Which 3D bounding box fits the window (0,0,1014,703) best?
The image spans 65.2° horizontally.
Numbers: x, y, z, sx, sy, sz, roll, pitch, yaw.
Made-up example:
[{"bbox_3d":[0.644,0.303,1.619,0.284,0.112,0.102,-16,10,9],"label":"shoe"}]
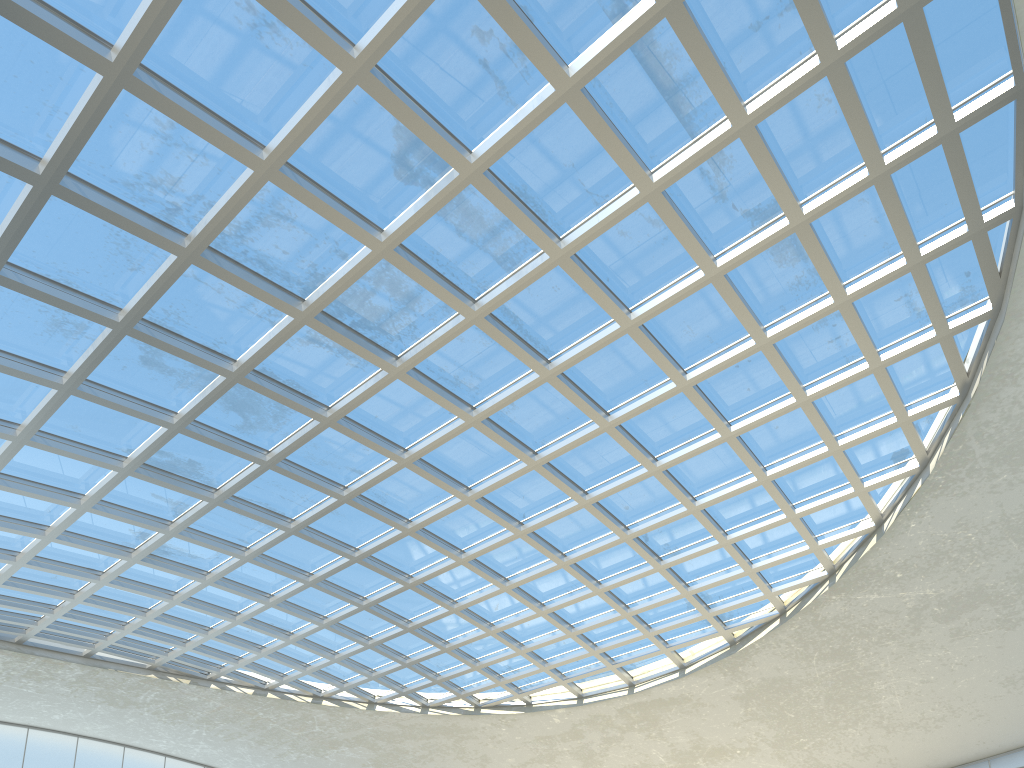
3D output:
[{"bbox_3d":[-12.769,9.737,49.249,83.886,9.577,86.744,-27,-44,30],"label":"window"}]
